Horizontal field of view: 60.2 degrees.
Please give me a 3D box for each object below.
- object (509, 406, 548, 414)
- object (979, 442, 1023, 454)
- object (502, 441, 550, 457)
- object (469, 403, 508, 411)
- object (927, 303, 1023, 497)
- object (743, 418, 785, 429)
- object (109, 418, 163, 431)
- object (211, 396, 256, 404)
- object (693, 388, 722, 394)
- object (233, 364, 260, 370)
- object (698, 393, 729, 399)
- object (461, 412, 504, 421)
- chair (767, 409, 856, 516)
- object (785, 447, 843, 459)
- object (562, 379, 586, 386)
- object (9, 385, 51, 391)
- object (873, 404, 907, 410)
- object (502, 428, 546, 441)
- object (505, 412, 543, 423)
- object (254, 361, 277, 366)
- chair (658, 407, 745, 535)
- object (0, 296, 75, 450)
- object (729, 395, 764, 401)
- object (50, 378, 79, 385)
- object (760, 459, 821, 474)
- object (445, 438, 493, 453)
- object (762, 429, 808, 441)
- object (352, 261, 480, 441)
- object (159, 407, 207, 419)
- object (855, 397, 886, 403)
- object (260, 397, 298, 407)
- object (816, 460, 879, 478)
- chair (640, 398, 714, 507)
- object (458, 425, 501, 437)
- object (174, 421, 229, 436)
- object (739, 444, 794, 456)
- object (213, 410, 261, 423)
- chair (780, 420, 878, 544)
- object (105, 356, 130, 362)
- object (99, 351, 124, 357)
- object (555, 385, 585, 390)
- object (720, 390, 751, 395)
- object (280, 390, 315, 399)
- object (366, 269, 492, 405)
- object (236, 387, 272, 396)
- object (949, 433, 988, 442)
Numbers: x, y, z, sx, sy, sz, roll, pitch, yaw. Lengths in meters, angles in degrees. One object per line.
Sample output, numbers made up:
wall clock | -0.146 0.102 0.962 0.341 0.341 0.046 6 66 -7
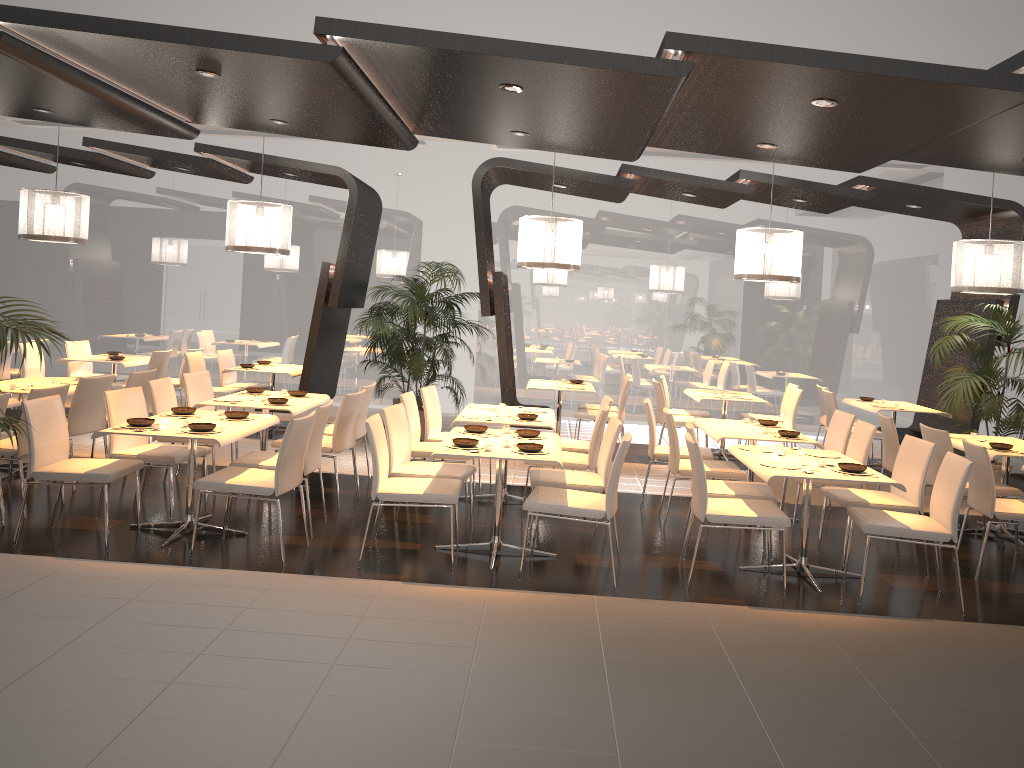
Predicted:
object | 0.139 0.207 7.581 0.334 0.038 0.378 2 5 -9
object | 3.781 0.486 6.756 0.303 0.044 0.366 3 5 1
object | 0.083 0.392 5.464 0.303 0.044 0.366 3 5 1
object | -0.204 0.191 7.544 0.334 0.038 0.378 3 5 -4
object | 4.828 0.095 8.604 1.506 2.057 1.563 4 2 16
object | 2.129 0.327 7.476 0.303 0.044 0.366 3 5 1
object | -2.303 0.250 5.527 0.303 0.044 0.366 3 5 1
object | -2.222 0.120 7.056 0.334 0.038 0.378 3 5 -4
object | 2.299 0.075 10.416 0.334 0.038 0.378 3 5 -4
object | -2.988 -0.197 10.054 0.303 0.044 0.366 3 5 1
object | 2.243 0.127 9.809 0.334 0.038 0.378 3 5 -4
object | -0.231 0.245 6.931 0.334 0.038 0.378 3 5 -4
chair | 2.530 0.659 7.482 0.605 0.868 0.485 3 2 0
object | 2.041 0.457 6.013 0.334 0.038 0.378 2 5 -9
object | 0.738 -0.026 10.520 0.303 0.044 0.366 3 5 1
object | -3.871 0.018 7.141 0.334 0.038 0.378 2 5 -19
object | 4.166 0.242 9.743 0.334 0.038 0.378 3 5 -4
object | 0.082 0.338 6.058 0.303 0.044 0.366 3 5 1
object | 0.094 0.257 6.960 0.303 0.044 0.366 3 5 1
object | -2.967 -0.250 10.660 0.303 0.044 0.366 3 5 -4
chair | 1.454 0.656 6.851 0.605 0.873 0.485 3 2 5
object | -3.128 0.023 4.361 1.560 2.057 1.510 3 2 -12
object | 2.609 0.142 9.865 0.334 0.038 0.378 2 5 -9
object | -3.834 -0.032 7.718 0.334 0.038 0.378 3 5 -4
object | 1.702 0.493 5.395 0.334 0.038 0.378 3 5 -4
object | -0.260 0.373 5.457 0.303 0.044 0.366 3 5 1
object | 2.100 0.384 6.827 0.303 0.044 0.366 3 5 1
object | -1.045 -0.381 10.165 1.560 2.057 1.509 3 2 -4
object | -2.264 0.196 6.146 0.303 0.044 0.366 3 5 1
object | 4.200 0.185 10.360 0.303 0.044 0.366 3 5 1
object | -1.891 0.135 7.060 0.303 0.044 0.366 3 5 1
object | 2.038 0.509 5.395 0.303 0.044 0.366 3 5 1
chair | 1.401 0.589 7.538 0.606 0.868 0.484 4 2 10
object | -0.221 0.319 6.076 0.303 0.044 0.366 3 5 1
object | -1.957 0.269 5.528 0.303 0.044 0.366 3 5 1
object | 1.728 0.440 6.009 0.334 0.038 0.378 3 5 -4
object | -1.932 0.216 6.141 0.303 0.044 0.366 3 5 1
chair | 2.428 0.715 6.793 0.605 0.868 0.485 3 2 5
object | -4.546 -0.293 10.137 0.303 0.044 0.366 3 5 1
object | -4.824 -0.365 10.752 0.303 0.044 0.366 4 5 6
object | 0.652 0.023 9.950 0.334 0.038 0.378 2 5 -9
object | 2.651 0.089 10.480 0.334 0.038 0.378 2 5 -9
object | -1.877 0.083 7.652 0.303 0.044 0.366 3 5 1
object | -1.216 -0.489 11.257 1.503 2.057 1.567 2 3 -36
object | -2.203 0.063 7.661 0.303 0.044 0.366 3 5 1
object | 3.777 0.435 7.359 0.334 0.038 0.378 3 5 -4
